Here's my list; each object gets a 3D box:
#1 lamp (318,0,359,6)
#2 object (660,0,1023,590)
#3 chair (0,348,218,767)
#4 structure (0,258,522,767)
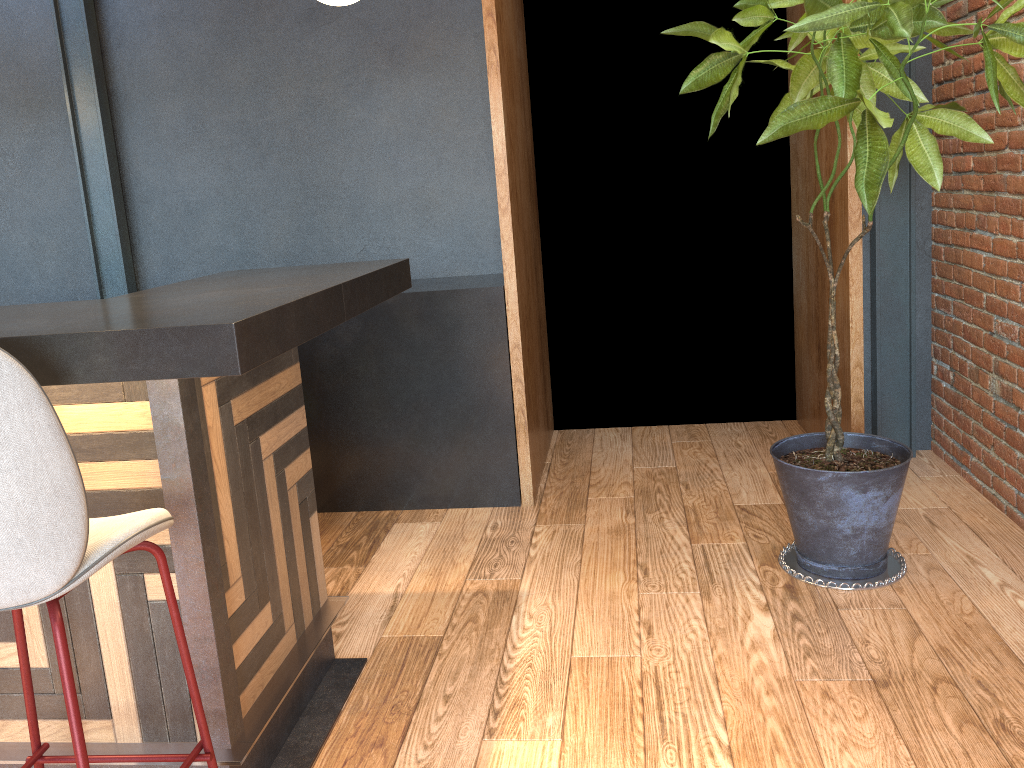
[{"bbox_3d":[-0.690,-3.045,2.478,0.268,3.763,0.270,1,11,28],"label":"lamp"},{"bbox_3d":[1.053,-0.405,2.809,1.082,2.079,1.530,-2,11,13],"label":"object"},{"bbox_3d":[-0.815,0.463,1.521,0.418,1.233,0.512,-3,10,7],"label":"chair"},{"bbox_3d":[-2.559,0.169,3.129,4.917,1.385,2.944,-3,12,8],"label":"structure"}]
